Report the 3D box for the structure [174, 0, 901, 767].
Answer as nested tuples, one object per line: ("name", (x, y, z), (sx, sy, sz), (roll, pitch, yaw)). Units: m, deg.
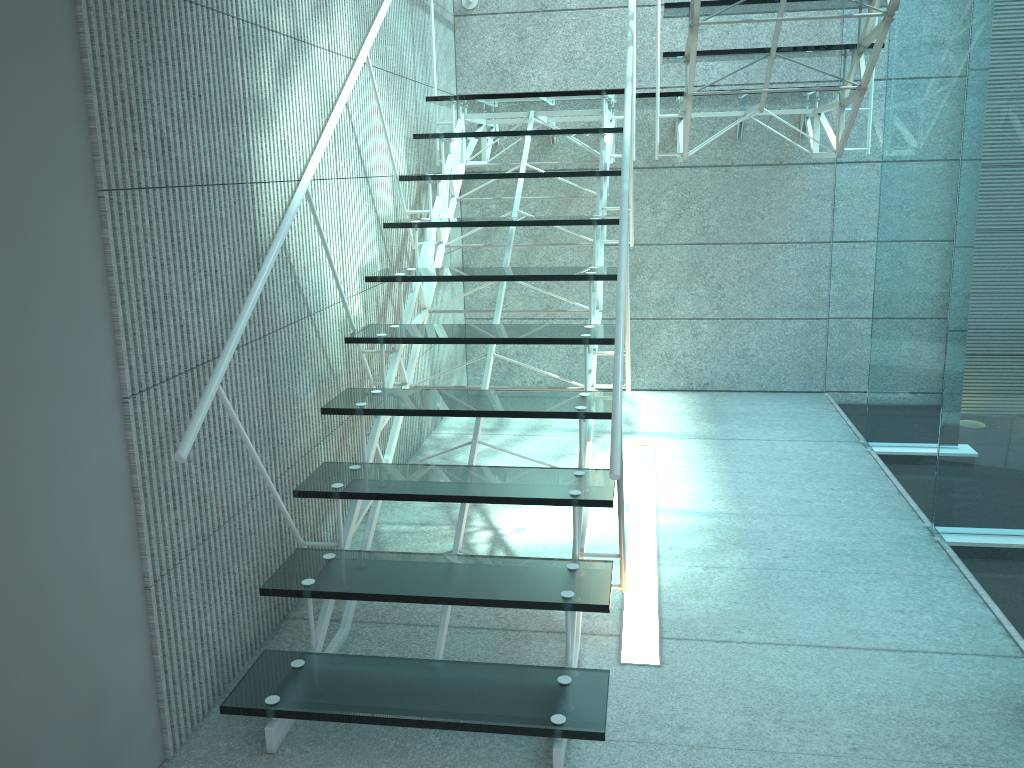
("structure", (0.420, -2.489, 2.735), (1.910, 5.965, 3.319), (0, 13, 9))
